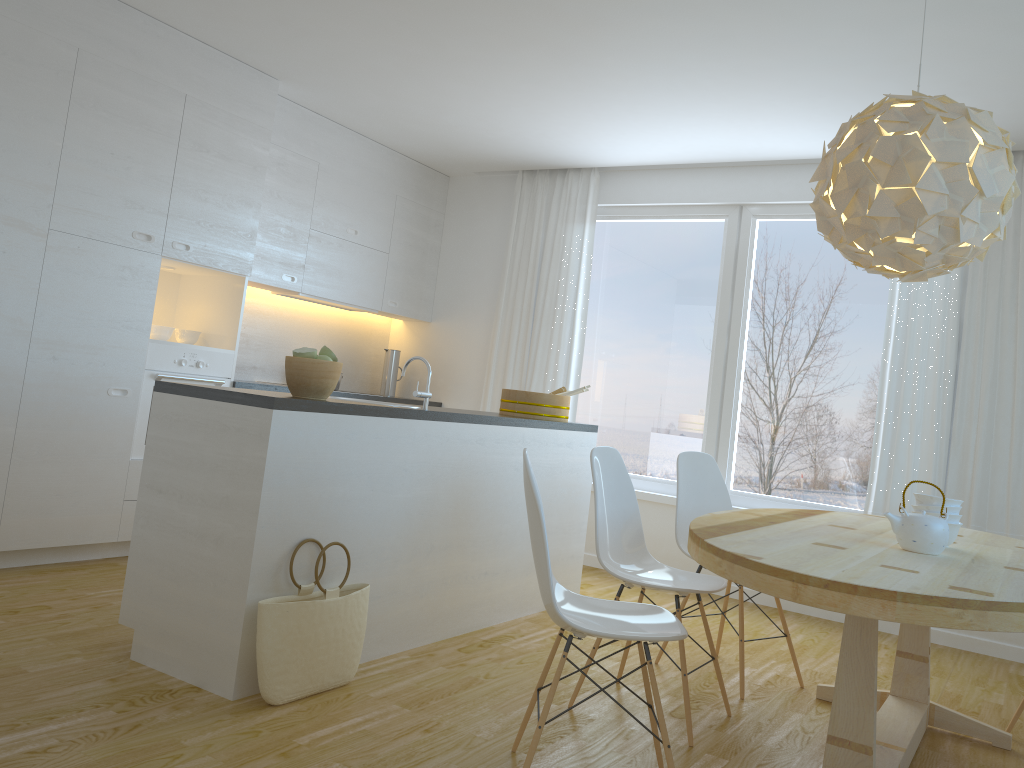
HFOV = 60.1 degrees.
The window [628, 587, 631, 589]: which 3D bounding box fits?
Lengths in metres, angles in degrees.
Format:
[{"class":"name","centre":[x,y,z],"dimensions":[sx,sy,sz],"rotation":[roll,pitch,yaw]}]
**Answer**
[{"class":"window","centre":[1.443,-0.207,2.257],"dimensions":[2.555,2.063,1.868],"rotation":[5,-3,31]}]

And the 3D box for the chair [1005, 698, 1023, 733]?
[{"class":"chair","centre":[2.140,0.901,3.137],"dimensions":[0.523,0.906,0.427],"rotation":[6,-4,7]}]

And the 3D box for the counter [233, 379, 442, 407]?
[{"class":"counter","centre":[-1.298,0.056,5.987],"dimensions":[0.602,0.040,1.989],"rotation":[6,-1,31]}]

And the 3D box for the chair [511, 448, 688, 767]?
[{"class":"chair","centre":[0.239,0.660,2.454],"dimensions":[0.523,0.906,0.428],"rotation":[7,-4,2]}]

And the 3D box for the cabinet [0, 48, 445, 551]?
[{"class":"cabinet","centre":[-1.516,-0.304,5.472],"dimensions":[0.482,2.311,3.182],"rotation":[4,-3,31]}]

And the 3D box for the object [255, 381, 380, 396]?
[{"class":"object","centre":[-1.297,0.038,5.994],"dimensions":[0.563,0.013,0.650],"rotation":[6,-1,31]}]

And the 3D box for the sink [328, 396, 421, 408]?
[{"class":"sink","centre":[-0.596,0.153,3.752],"dimensions":[0.403,0.157,0.403],"rotation":[7,-2,-17]}]

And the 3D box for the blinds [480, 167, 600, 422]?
[{"class":"blinds","centre":[0.171,-0.527,6.258],"dimensions":[0.796,2.170,0.149],"rotation":[4,-5,31]}]

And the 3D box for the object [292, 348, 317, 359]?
[{"class":"object","centre":[-0.740,-0.099,3.153],"dimensions":[0.086,0.066,0.083],"rotation":[5,-3,44]}]

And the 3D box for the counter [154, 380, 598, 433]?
[{"class":"counter","centre":[-0.399,0.127,4.005],"dimensions":[0.602,0.040,2.387],"rotation":[6,-1,31]}]

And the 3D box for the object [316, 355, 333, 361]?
[{"class":"object","centre":[-0.683,-0.062,3.197],"dimensions":[0.081,0.086,0.097],"rotation":[7,-3,-4]}]

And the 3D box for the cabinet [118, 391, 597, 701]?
[{"class":"cabinet","centre":[-0.456,0.599,3.967],"dimensions":[0.602,0.914,2.386],"rotation":[5,-2,31]}]

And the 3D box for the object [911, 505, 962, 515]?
[{"class":"object","centre":[1.388,0.438,2.902],"dimensions":[0.151,0.096,0.151],"rotation":[9,-3,-42]}]

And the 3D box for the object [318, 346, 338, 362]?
[{"class":"object","centre":[-0.676,-0.104,3.265],"dimensions":[0.073,0.072,0.077],"rotation":[9,-3,-34]}]

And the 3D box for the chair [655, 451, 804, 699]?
[{"class":"chair","centre":[0.936,0.768,3.762],"dimensions":[0.427,0.906,0.523],"rotation":[10,-5,-38]}]

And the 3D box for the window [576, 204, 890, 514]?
[{"class":"window","centre":[1.396,-0.206,5.701],"dimensions":[2.733,1.927,0.088],"rotation":[5,-5,31]}]

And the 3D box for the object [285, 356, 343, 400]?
[{"class":"object","centre":[-0.724,-0.018,3.202],"dimensions":[0.204,0.142,0.205],"rotation":[7,-2,-7]}]

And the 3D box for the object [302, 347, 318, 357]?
[{"class":"object","centre":[-0.750,-0.084,3.240],"dimensions":[0.101,0.099,0.086],"rotation":[9,-4,-37]}]

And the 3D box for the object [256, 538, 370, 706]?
[{"class":"object","centre":[-0.182,0.824,2.856],"dimensions":[1.191,0.504,0.469],"rotation":[7,-3,9]}]

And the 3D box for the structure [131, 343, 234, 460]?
[{"class":"structure","centre":[-1.738,0.108,4.725],"dimensions":[0.049,0.599,0.557],"rotation":[4,-4,31]}]

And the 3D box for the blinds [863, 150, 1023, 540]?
[{"class":"blinds","centre":[2.436,-0.280,4.862],"dimensions":[0.796,2.170,0.149],"rotation":[4,-5,32]}]

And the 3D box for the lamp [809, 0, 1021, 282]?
[{"class":"lamp","centre":[1.380,-0.899,3.014],"dimensions":[0.648,1.140,0.635],"rotation":[5,-4,31]}]

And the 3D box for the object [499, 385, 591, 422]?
[{"class":"object","centre":[0.151,0.082,4.822],"dimensions":[0.428,0.215,0.379],"rotation":[8,-2,-30]}]

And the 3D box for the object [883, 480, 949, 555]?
[{"class":"object","centre":[1.223,0.396,2.667],"dimensions":[0.178,0.212,0.146],"rotation":[5,-4,31]}]

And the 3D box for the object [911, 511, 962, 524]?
[{"class":"object","centre":[1.387,0.462,2.898],"dimensions":[0.151,0.093,0.151],"rotation":[8,-2,-19]}]

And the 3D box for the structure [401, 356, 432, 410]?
[{"class":"structure","centre":[-0.412,-0.010,3.634],"dimensions":[0.162,0.216,0.096],"rotation":[5,-4,32]}]

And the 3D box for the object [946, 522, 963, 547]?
[{"class":"object","centre":[1.386,0.485,2.893],"dimensions":[0.151,0.083,0.152],"rotation":[8,-2,-19]}]

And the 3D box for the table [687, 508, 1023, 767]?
[{"class":"table","centre":[1.212,0.871,2.832],"dimensions":[1.196,0.728,2.177],"rotation":[6,-2,30]}]

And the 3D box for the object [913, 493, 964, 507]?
[{"class":"object","centre":[1.395,0.410,2.904],"dimensions":[0.151,0.087,0.152],"rotation":[8,-2,-30]}]
